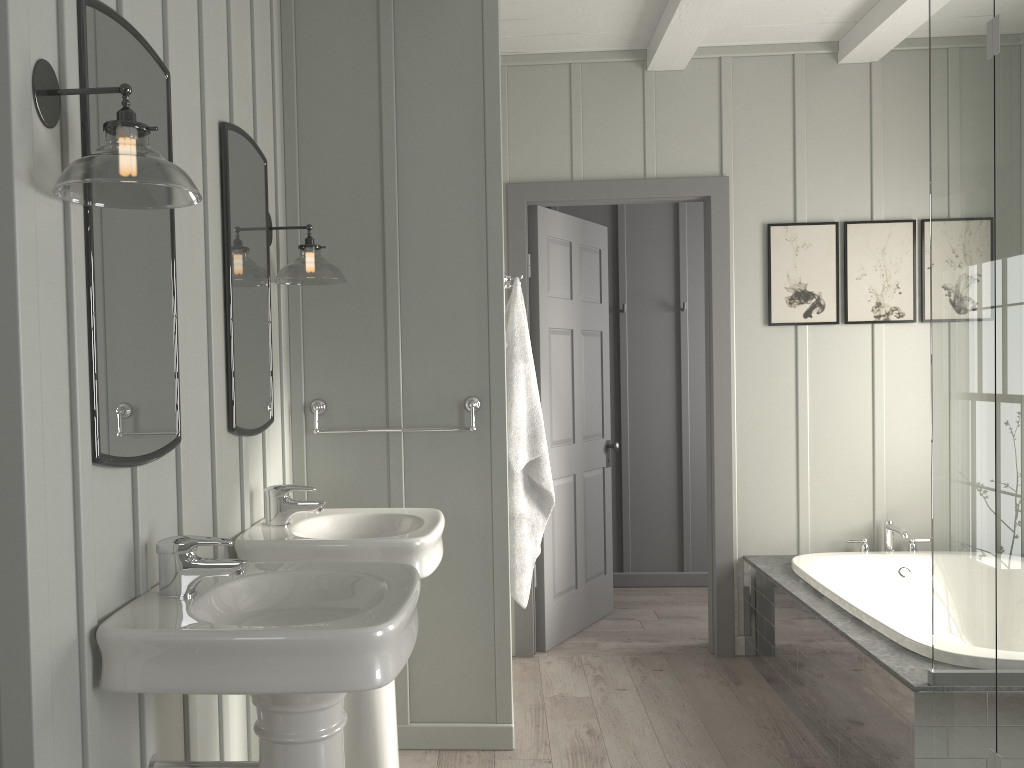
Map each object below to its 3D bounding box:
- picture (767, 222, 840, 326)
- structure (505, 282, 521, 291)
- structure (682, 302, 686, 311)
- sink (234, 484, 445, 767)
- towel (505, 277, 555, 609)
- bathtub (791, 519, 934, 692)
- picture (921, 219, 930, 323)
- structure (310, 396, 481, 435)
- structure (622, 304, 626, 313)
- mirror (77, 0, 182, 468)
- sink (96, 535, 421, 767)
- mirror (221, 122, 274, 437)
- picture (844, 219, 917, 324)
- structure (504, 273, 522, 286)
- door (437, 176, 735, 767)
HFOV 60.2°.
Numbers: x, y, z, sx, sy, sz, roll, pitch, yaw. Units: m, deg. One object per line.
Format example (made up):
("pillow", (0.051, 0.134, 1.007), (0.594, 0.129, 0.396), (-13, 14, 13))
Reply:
("picture", (1.319, -0.497, 4.000), (0.314, 0.461, 0.012), (-1, 2, 3))
("structure", (-0.004, -0.388, 3.493), (0.080, 0.056, 0.056), (-1, 1, 2))
("structure", (1.030, -0.463, 5.333), (0.019, 0.051, 0.135), (-1, 1, -1))
("sink", (-0.475, 0.799, 2.610), (0.569, 1.014, 0.567), (-1, 1, 1))
("towel", (0.068, 0.212, 3.262), (0.163, 1.205, 0.316), (-1, 2, 5))
("bathtub", (1.705, 0.861, 3.228), (1.052, 0.490, 1.555), (-1, 1, 1))
("picture", (1.997, -0.510, 3.961), (0.314, 0.461, 0.012), (-1, 2, 3))
("structure", (-0.410, 0.110, 3.083), (0.605, 0.123, 0.054), (-1, 2, 3))
("structure", (0.671, -0.456, 5.347), (0.019, 0.051, 0.135), (-1, 1, -1))
("mirror", (-0.755, -0.278, 1.771), (0.015, 0.884, 0.423), (-1, 2, -1))
("sink", (-0.465, 0.811, 1.801), (0.569, 1.014, 0.567), (-1, 1, 1))
("mirror", (-0.765, -0.290, 2.585), (0.015, 0.884, 0.423), (-1, 2, -1))
("picture", (1.658, -0.504, 3.980), (0.314, 0.461, 0.012), (-1, 2, 3))
("structure", (-0.001, -0.384, 3.241), (0.080, 0.056, 0.056), (-1, 1, 2))
("door", (0.210, 0.220, 0.986), (4.273, 2.197, 7.753), (-1, 1, 0))
